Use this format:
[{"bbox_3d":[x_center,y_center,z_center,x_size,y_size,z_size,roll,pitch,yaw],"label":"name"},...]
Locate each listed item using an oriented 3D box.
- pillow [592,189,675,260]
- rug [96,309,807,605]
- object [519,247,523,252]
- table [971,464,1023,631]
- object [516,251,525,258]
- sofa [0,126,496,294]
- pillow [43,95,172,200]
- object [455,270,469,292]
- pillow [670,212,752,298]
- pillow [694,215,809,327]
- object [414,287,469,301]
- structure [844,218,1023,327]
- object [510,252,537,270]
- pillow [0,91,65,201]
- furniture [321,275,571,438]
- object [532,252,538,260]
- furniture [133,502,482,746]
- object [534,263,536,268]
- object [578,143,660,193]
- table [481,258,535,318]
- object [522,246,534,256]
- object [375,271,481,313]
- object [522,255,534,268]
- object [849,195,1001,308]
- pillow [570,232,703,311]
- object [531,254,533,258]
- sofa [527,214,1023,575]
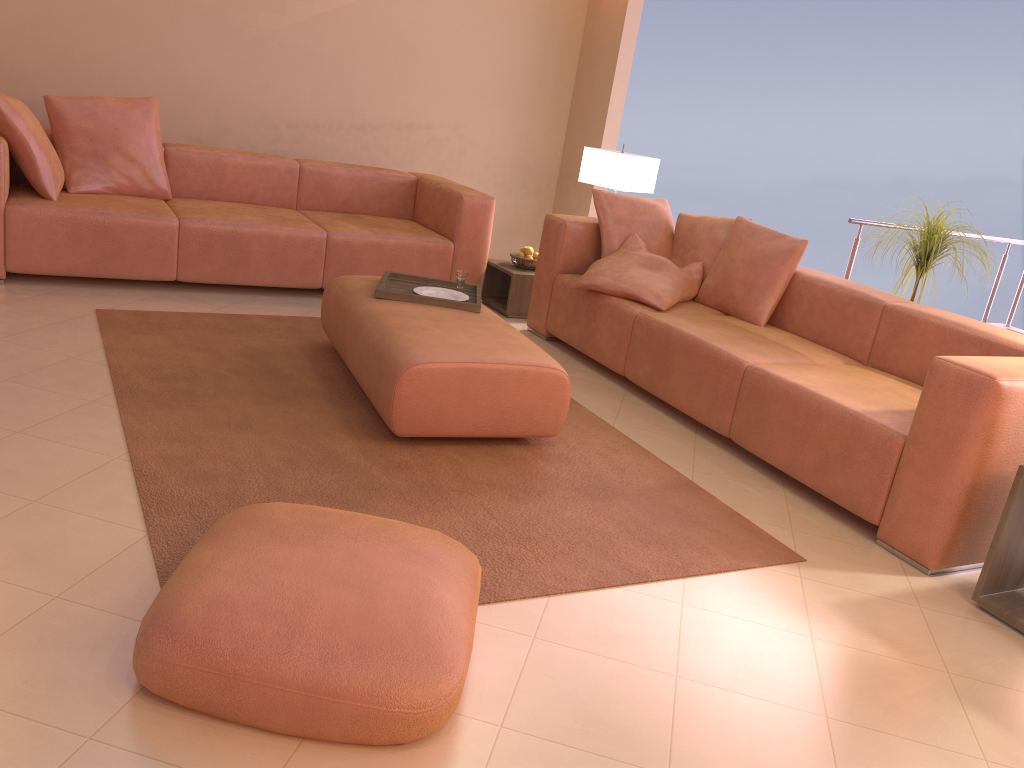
[{"bbox_3d":[0.681,-0.774,4.766,0.519,0.455,0.314,-1,20,-32],"label":"pillow"},{"bbox_3d":[-0.491,0.102,3.374,1.833,0.005,2.626,0,20,-29],"label":"rug"},{"bbox_3d":[0.071,-0.805,5.368,0.054,0.046,0.047,-6,23,-41],"label":"object"},{"bbox_3d":[1.681,0.510,2.465,0.415,0.436,0.469,0,20,-29],"label":"table"},{"bbox_3d":[0.049,-0.768,5.304,0.055,0.047,0.045,22,21,35],"label":"object"},{"bbox_3d":[-1.537,-0.937,4.992,2.781,0.672,0.943,0,20,-29],"label":"sofa"},{"bbox_3d":[-2.133,-1.275,4.703,0.582,0.528,0.302,-8,24,-44],"label":"pillow"},{"bbox_3d":[-0.228,-0.455,3.954,0.061,0.091,0.061,-7,24,-43],"label":"object"},{"bbox_3d":[0.981,-0.680,4.607,0.255,0.446,0.492,-8,24,-44],"label":"pillow"},{"bbox_3d":[1.154,-0.546,4.282,0.211,0.468,0.470,-2,21,-33],"label":"pillow"},{"bbox_3d":[-0.302,-0.378,3.788,0.240,0.018,0.240,17,19,23],"label":"object"},{"bbox_3d":[3.391,0.057,3.499,1.663,0.541,4.176,0,20,-29],"label":"structure"},{"bbox_3d":[0.100,-0.736,5.351,0.235,0.071,0.235,-3,21,-36],"label":"object"},{"bbox_3d":[-2.392,-1.173,4.375,0.335,0.486,0.554,-1,20,-32],"label":"pillow"},{"bbox_3d":[-0.327,-0.163,3.636,0.685,0.301,1.291,2,19,-24],"label":"furniture"},{"bbox_3d":[0.147,-0.761,5.305,0.051,0.053,0.045,8,17,-7],"label":"object"},{"bbox_3d":[-0.405,0.478,1.951,0.659,0.226,0.699,10,17,0],"label":"furniture"},{"bbox_3d":[0.151,-0.715,5.320,0.046,0.046,0.055,23,21,36],"label":"object"},{"bbox_3d":[0.623,-1.094,5.542,0.344,0.799,0.344,23,22,37],"label":"object"},{"bbox_3d":[0.298,-0.578,5.529,0.918,0.268,0.412,0,20,-29],"label":"table"},{"bbox_3d":[0.094,-0.794,5.320,0.069,0.061,0.068,16,18,20],"label":"object"},{"bbox_3d":[-0.351,-0.402,3.827,0.436,0.034,0.421,8,17,-5],"label":"object"},{"bbox_3d":[0.098,-0.733,5.295,0.072,0.076,0.074,3,18,-19],"label":"object"},{"bbox_3d":[2.034,-0.406,4.533,0.703,1.088,0.729,19,19,27],"label":"object"},{"bbox_3d":[0.644,-0.571,4.413,0.517,0.292,0.514,19,19,28],"label":"pillow"},{"bbox_3d":[0.124,-0.749,5.363,0.076,0.065,0.077,4,18,-18],"label":"object"},{"bbox_3d":[1.136,-0.170,3.998,0.943,0.672,2.781,0,20,-29],"label":"sofa"}]
